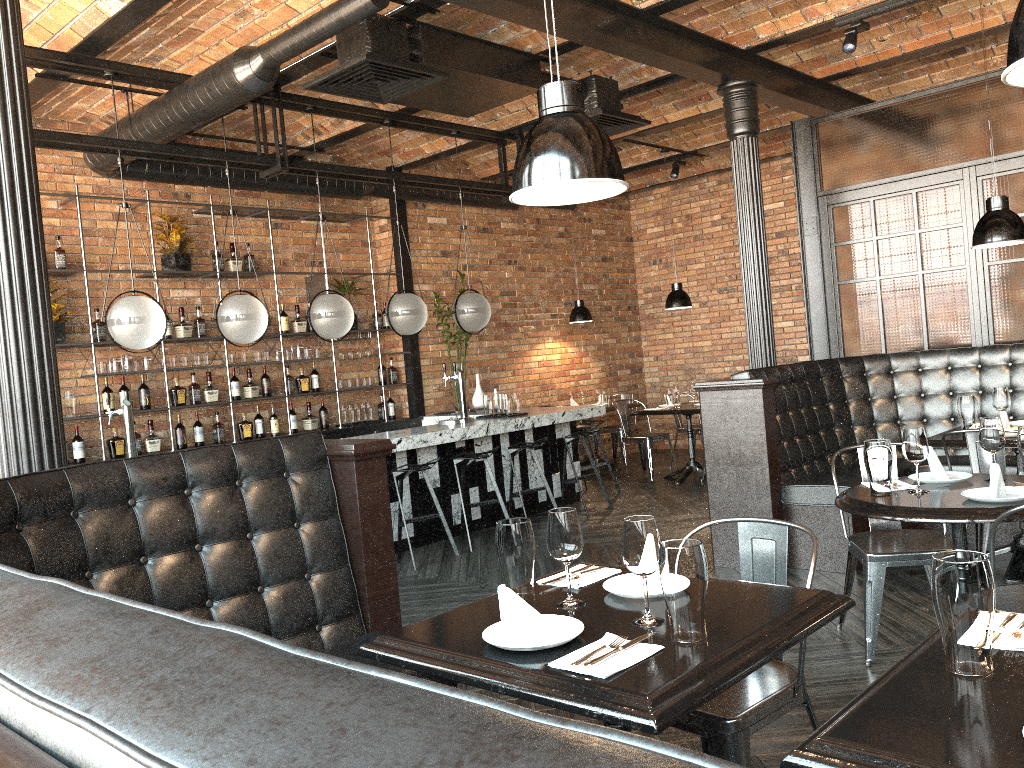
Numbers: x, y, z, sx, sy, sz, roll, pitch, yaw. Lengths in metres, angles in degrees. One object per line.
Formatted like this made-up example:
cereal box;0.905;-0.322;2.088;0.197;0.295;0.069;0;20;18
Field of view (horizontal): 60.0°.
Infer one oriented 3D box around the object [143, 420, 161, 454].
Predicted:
object;-3.004;0.437;7.399;0.123;0.279;0.123;-6;2;-33

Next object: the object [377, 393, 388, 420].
object;-1.344;0.237;9.187;0.083;0.282;0.083;-4;2;28

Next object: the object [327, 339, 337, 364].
object;-1.800;-0.321;8.851;0.092;0.244;0.092;-5;1;-7

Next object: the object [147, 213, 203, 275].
object;-2.934;-1.214;7.663;0.425;0.526;0.430;-7;2;-44

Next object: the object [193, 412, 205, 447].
object;-2.731;0.393;7.722;0.086;0.298;0.086;-5;1;2

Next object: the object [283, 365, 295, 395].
object;-2.115;-0.037;8.392;0.083;0.282;0.083;-4;2;28

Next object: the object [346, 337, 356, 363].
object;-1.606;-0.338;8.818;0.092;0.244;0.092;-5;1;-7

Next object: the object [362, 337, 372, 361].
object;-1.467;-0.355;8.965;0.092;0.244;0.092;-5;1;-7

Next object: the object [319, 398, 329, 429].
object;-1.842;0.287;8.662;0.086;0.299;0.086;-5;1;2

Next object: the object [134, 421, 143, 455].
object;-3.109;0.447;7.308;0.083;0.282;0.083;-4;2;43

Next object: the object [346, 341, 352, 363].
object;-1.658;-0.338;9.003;0.092;0.244;0.092;-5;1;-7

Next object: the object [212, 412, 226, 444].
object;-2.600;0.386;7.850;0.083;0.282;0.083;-4;2;28

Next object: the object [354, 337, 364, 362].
object;-1.538;-0.346;8.890;0.092;0.244;0.092;-5;1;-7

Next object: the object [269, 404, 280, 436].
object;-2.218;0.334;8.257;0.080;0.299;0.080;-7;2;-44

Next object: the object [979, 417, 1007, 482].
object;1.866;0.253;3.441;0.092;0.244;0.092;-4;2;43

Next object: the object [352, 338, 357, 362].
object;-1.587;-0.346;9.078;0.092;0.244;0.092;-5;1;-7

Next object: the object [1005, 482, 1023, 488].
object;1.889;0.371;3.189;0.157;0.019;0.255;-6;2;-16

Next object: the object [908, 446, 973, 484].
object;1.708;0.324;3.546;0.232;0.139;0.232;-5;2;13

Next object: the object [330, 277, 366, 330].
object;-1.644;-0.804;8.893;0.398;0.560;0.374;-5;2;16

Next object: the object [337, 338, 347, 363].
object;-1.681;-0.329;8.738;0.092;0.244;0.092;-5;1;-7

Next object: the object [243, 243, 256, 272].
object;-2.417;-1.152;8.152;0.083;0.282;0.083;-4;2;28

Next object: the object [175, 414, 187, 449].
object;-2.831;0.407;7.568;0.086;0.297;0.086;-6;2;-13

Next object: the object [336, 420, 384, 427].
object;-1.526;0.394;8.904;0.273;0.019;0.437;-4;2;43

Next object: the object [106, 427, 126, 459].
object;-3.212;0.477;7.196;0.094;0.248;0.151;-4;2;32

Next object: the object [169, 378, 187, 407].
object;-2.863;0.070;7.594;0.094;0.248;0.151;-4;2;32

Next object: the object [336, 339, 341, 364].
object;-1.725;-0.330;8.931;0.092;0.244;0.092;-5;1;-7

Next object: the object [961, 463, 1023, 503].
object;1.696;0.337;3.100;0.232;0.139;0.232;-5;1;-3

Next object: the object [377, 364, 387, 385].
object;-1.352;-0.137;9.209;0.086;0.299;0.086;-5;1;2

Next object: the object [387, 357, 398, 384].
object;-1.256;-0.139;9.306;0.083;0.282;0.083;-6;2;-37

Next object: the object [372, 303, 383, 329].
object;-1.400;-0.696;9.193;0.083;0.282;0.083;-6;2;-32

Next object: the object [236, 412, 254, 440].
object;-2.420;0.383;8.039;0.151;0.248;0.094;-6;2;-38

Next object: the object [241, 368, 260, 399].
object;-2.386;-0.002;8.084;0.123;0.279;0.123;-4;2;32

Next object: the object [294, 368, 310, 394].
object;-2.008;-0.032;8.503;0.151;0.248;0.094;-6;2;-38

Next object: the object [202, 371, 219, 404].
object;-2.655;0.030;7.797;0.123;0.279;0.123;-6;2;-33

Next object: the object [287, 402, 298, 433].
object;-2.084;0.316;8.410;0.086;0.298;0.086;-5;1;2

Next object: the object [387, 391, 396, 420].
object;-1.269;0.221;9.287;0.086;0.298;0.086;-5;1;2

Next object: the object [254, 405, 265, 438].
object;-2.327;0.346;8.160;0.086;0.298;0.086;-5;1;2

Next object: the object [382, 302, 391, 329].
object;-1.325;-0.715;9.313;0.086;0.298;0.086;-5;1;7

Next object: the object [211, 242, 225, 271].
object;-2.630;-1.127;7.925;0.083;0.282;0.083;-4;2;43

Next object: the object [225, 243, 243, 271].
object;-2.525;-1.137;8.039;0.123;0.279;0.123;-7;2;-43

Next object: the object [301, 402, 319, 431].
object;-1.944;0.311;8.528;0.123;0.279;0.123;-4;2;32
